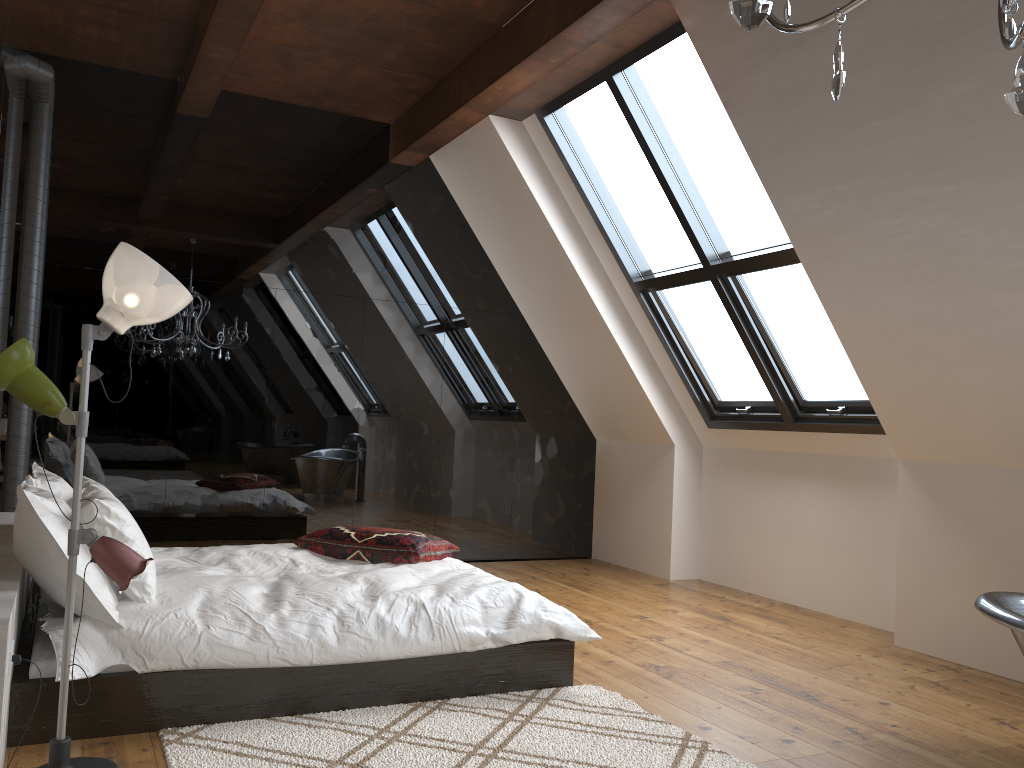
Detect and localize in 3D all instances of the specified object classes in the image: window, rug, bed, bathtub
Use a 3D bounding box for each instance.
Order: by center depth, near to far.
[{"bbox_3d":[0.285,1.188,1.987,1.726,0.019,3.139,4,-3,-27],"label":"rug"},{"bbox_3d":[2.266,0.981,2.415,1.811,0.652,0.872,1,-3,36],"label":"bathtub"},{"bbox_3d":[-1.089,1.020,4.228,2.169,0.442,2.300,4,-3,-27],"label":"bed"},{"bbox_3d":[1.245,-0.814,5.475,1.702,2.162,1.713,4,-3,-27],"label":"window"}]

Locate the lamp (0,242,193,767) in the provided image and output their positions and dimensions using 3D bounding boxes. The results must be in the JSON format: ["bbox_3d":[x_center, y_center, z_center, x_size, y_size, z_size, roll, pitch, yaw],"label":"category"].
[{"bbox_3d":[-1.258,0.363,2.570,0.561,1.582,0.270,4,-3,-30],"label":"lamp"}]

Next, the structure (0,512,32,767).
[{"bbox_3d":[-2.091,0.918,3.584,0.206,0.494,2.820,4,-3,-27],"label":"structure"}]

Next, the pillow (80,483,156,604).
[{"bbox_3d":[-1.521,0.604,3.392,0.276,0.397,0.744,4,-3,-27],"label":"pillow"}]

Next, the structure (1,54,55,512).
[{"bbox_3d":[-3.362,-0.394,5.030,1.189,3.140,0.829,4,-3,-27],"label":"structure"}]

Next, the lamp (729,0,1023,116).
[{"bbox_3d":[0.925,-1.377,1.371,1.409,1.594,1.409,3,-3,-4],"label":"lamp"}]

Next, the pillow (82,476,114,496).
[{"bbox_3d":[-1.880,0.644,4.098,0.291,0.385,0.748,4,-3,-27],"label":"pillow"}]

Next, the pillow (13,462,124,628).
[{"bbox_3d":[-1.853,0.610,3.680,0.358,0.517,1.746,4,-3,-27],"label":"pillow"}]

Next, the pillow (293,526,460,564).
[{"bbox_3d":[-0.691,0.825,4.582,0.748,0.157,0.453,1,-3,23],"label":"pillow"}]
